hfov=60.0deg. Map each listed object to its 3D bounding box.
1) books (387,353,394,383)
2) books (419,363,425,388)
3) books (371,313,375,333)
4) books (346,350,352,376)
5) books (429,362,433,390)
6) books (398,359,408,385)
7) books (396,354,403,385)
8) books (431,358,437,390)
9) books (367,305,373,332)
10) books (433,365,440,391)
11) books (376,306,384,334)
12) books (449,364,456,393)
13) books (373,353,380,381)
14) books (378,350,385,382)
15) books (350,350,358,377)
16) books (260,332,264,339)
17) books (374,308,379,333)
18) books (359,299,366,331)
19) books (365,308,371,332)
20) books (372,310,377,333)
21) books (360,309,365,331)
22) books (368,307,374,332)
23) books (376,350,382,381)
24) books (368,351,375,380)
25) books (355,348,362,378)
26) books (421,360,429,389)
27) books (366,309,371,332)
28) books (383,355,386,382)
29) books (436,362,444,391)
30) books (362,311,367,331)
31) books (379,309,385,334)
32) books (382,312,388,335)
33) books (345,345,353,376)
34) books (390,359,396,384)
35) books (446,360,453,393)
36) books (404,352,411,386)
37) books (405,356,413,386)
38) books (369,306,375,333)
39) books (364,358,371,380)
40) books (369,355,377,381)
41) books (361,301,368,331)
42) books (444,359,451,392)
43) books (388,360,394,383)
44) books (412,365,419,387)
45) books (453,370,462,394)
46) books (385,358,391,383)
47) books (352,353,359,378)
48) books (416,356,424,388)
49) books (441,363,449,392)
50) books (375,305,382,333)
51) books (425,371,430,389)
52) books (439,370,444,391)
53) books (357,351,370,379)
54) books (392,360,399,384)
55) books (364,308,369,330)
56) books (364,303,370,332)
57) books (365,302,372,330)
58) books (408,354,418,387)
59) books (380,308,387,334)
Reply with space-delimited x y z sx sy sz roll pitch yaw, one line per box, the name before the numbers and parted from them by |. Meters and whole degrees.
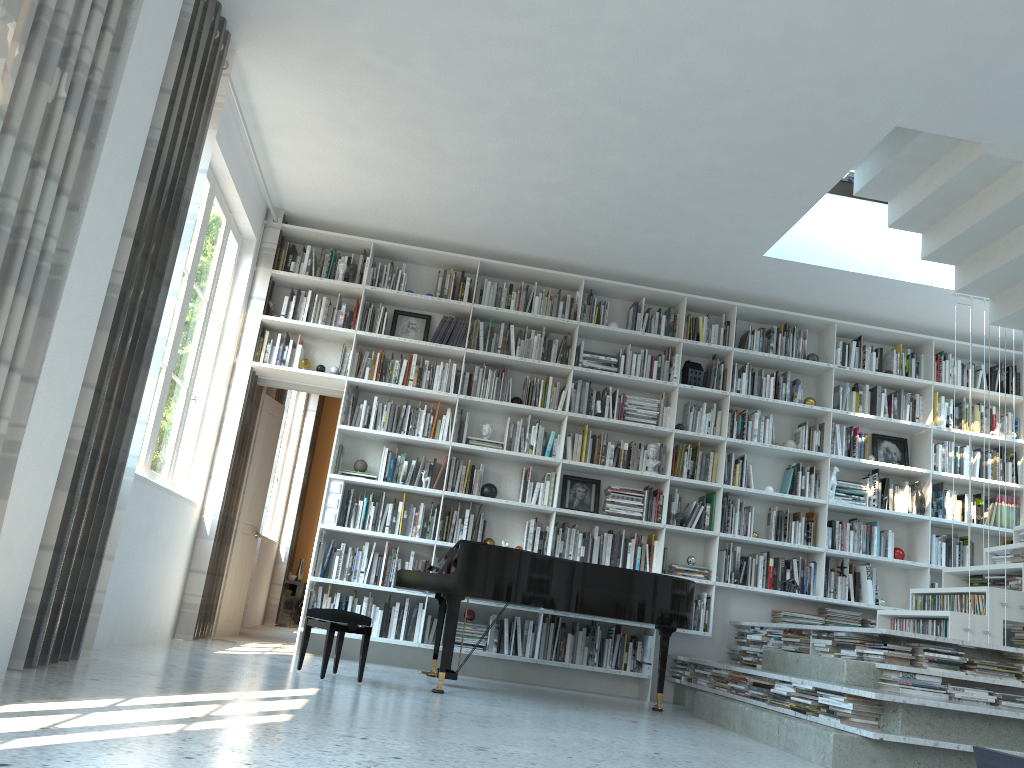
books | -0.947 -0.090 6.881 0.012 0.276 0.151 9 -14 -5
books | -0.702 -0.031 6.886 0.013 0.231 0.172 9 -14 -5
books | -1.093 -0.438 6.961 0.012 0.214 0.132 9 -14 -5
books | -1.245 -0.122 6.812 0.021 0.224 0.232 9 -14 -5
books | -0.636 -0.029 6.912 0.035 0.260 0.131 9 -14 -5
books | -0.851 -0.056 6.882 0.047 0.237 0.163 9 -14 -5
books | -0.878 -0.078 6.880 0.014 0.272 0.181 9 -14 -5
books | -0.610 -0.040 6.899 0.012 0.280 0.188 9 -14 -5
books | -1.110 -0.471 6.937 0.009 0.259 0.184 9 -14 -5
books | -0.592 -0.013 6.890 0.030 0.230 0.172 9 -14 -5
books | -1.034 -0.459 6.936 0.023 0.257 0.184 9 -14 -5
books | -0.465 -0.009 6.907 0.035 0.263 0.178 9 -14 -5
books | -1.048 -0.097 6.859 0.014 0.252 0.187 9 -14 -5
books | -1.015 -0.106 6.858 0.011 0.276 0.164 9 -14 -5
books | -1.223 -0.122 6.859 0.012 0.253 0.161 9 -14 -5
books | -1.941 -0.255 6.774 0.011 0.271 0.189 9 -14 -5
books | -1.062 -0.454 6.943 0.019 0.243 0.153 9 -14 -5
books | -1.172 -0.498 6.932 0.005 0.292 0.184 9 -14 -5
books | -1.125 -0.458 6.929 0.009 0.228 0.185 9 -14 -5
books | -1.074 -0.446 6.929 0.018 0.218 0.187 9 -14 -5
books | -1.174 -0.460 6.958 0.006 0.232 0.136 9 -14 -5
books | -1.103 -0.462 6.946 0.010 0.248 0.166 9 -14 -5
books | -1.031 -0.107 6.868 0.020 0.280 0.165 9 -14 -5
books | -1.090 -0.107 6.863 0.010 0.262 0.151 9 -14 -5
books | -1.187 -0.125 6.846 0.012 0.262 0.180 9 -14 -5
books | -0.681 -0.038 6.905 0.029 0.260 0.158 9 -14 -5
books | -1.118 -0.453 6.918 0.004 0.213 0.187 9 -14 -5
books | -0.990 -0.083 6.874 0.047 0.249 0.134 9 -14 -5
books | -0.564 -0.025 6.896 0.022 0.262 0.175 9 -14 -5
books | -1.155 -0.448 6.937 0.015 0.206 0.172 9 -14 -5
books | -1.019 -0.450 6.945 0.011 0.249 0.168 9 -14 -5
books | -0.997 -0.432 6.934 0.012 0.213 0.186 9 -14 -5
books | -1.260 -0.146 6.853 0.010 0.285 0.137 9 -14 -5
books | -0.924 -0.064 6.872 0.011 0.228 0.170 9 -14 -5
books | -0.492 -0.025 6.910 0.022 0.288 0.170 9 -14 -5
books | -0.817 -0.082 6.896 0.014 0.303 0.152 9 -14 -5
books | -0.799 -0.068 6.875 0.023 0.270 0.187 9 -14 -5
books | -1.093 -0.464 6.925 0.004 0.245 0.189 9 -14 -5
books | -1.111 -0.082 6.837 0.026 0.194 0.176 9 -14 -5
books | -1.072 -0.089 6.856 0.030 0.229 0.172 9 -14 -5
books | -1.160 -0.490 6.942 0.006 0.286 0.148 9 -14 -5
books | -0.507 -0.031 6.897 0.012 0.290 0.182 9 -14 -5
books | -0.937 -0.062 6.864 0.014 0.217 0.164 9 -14 -5
books | -0.748 -0.024 6.862 0.029 0.195 0.192 9 -14 -5
books | -0.430 0.021 6.878 0.039 0.201 0.236 9 -15 -5
books | -0.963 -0.068 6.879 0.012 0.230 0.150 9 -14 -5
books | -1.207 -0.111 6.850 0.022 0.232 0.151 9 -14 -5
books | -0.718 -0.057 6.902 0.025 0.285 0.161 9 -14 -5
books | -0.530 -0.015 6.920 0.024 0.265 0.155 9 -14 -5
books | -1.047 -0.470 6.947 0.005 0.280 0.191 9 -14 -5
books | -0.662 0.002 6.896 0.022 0.185 0.137 9 -14 -5
books | -0.551 0.008 6.903 0.013 0.205 0.172 9 -14 -5
books | -1.153 -0.113 6.864 0.062 0.257 0.153 9 -14 -5
books | -0.903 -0.056 6.866 0.031 0.216 0.173 9 -14 -5
books | -1.143 -0.463 6.942 0.005 0.237 0.154 9 -14 -5
books | -1.135 -0.481 6.946 0.005 0.276 0.147 9 -14 -5
books | -1.130 -0.485 6.951 0.006 0.288 0.144 9 -14 -5
books | -0.771 -0.072 6.874 0.030 0.285 0.185 9 -14 -5
books | -1.007 -0.451 6.946 0.012 0.254 0.167 9 -14 -5
